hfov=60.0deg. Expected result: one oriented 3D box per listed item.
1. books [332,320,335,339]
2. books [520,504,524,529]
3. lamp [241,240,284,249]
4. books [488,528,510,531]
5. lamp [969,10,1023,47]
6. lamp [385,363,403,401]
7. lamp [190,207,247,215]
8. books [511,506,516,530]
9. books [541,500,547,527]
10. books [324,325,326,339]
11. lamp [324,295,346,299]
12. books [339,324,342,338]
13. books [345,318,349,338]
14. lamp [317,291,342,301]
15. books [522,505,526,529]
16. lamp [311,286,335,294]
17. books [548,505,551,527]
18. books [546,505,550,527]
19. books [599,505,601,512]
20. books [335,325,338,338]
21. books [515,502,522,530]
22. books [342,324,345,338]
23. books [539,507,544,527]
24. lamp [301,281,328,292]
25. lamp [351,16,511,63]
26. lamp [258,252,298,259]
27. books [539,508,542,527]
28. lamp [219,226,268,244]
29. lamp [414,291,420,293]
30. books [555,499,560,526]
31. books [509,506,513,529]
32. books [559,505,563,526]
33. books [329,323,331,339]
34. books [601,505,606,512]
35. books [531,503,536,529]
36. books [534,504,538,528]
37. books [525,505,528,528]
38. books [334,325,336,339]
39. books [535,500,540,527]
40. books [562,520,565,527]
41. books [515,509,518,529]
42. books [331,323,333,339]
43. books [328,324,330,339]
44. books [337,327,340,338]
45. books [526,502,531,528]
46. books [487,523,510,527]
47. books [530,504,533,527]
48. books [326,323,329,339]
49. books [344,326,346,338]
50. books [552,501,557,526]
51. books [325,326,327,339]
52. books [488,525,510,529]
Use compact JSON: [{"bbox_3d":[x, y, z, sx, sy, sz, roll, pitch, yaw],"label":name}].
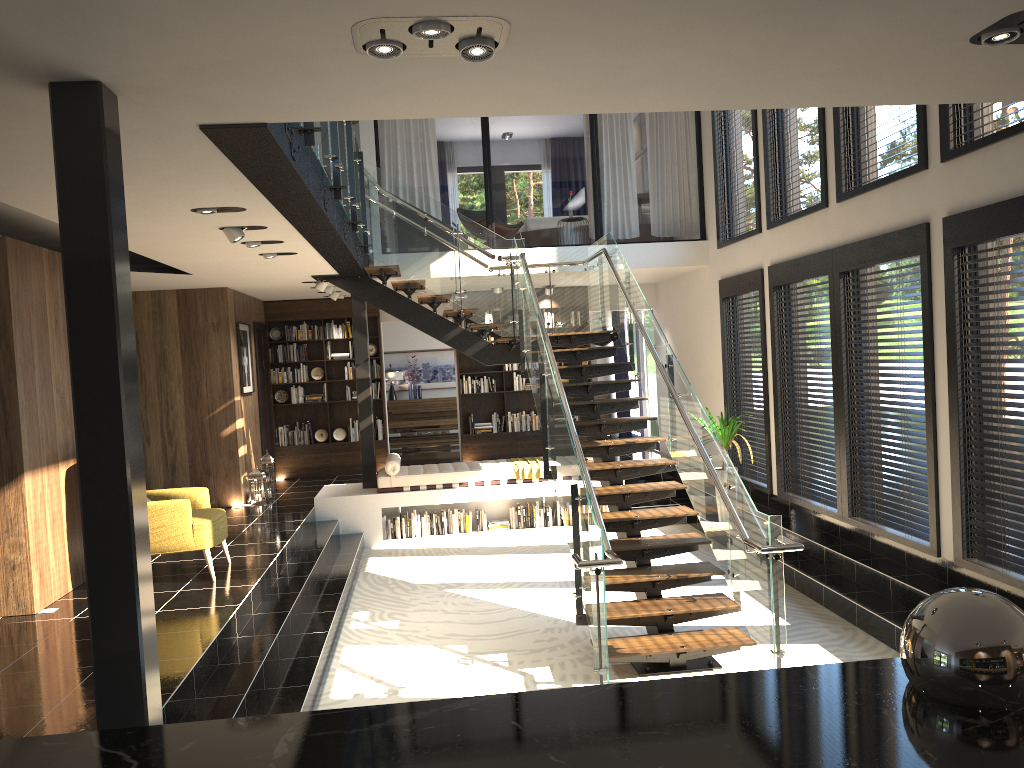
[{"bbox_3d":[-2.702,-0.824,13.445,0.011,0.276,0.287,-3,2,-6],"label":"books"},{"bbox_3d":[0.115,1.650,11.077,0.030,0.284,0.176,-3,2,-6],"label":"books"},{"bbox_3d":[-2.032,-1.198,7.213,0.346,0.177,0.195,-3,2,-6],"label":"lamp"},{"bbox_3d":[-0.166,1.797,11.052,0.257,0.024,0.167,-3,2,-6],"label":"books"},{"bbox_3d":[1.882,-1.278,3.069,0.501,0.231,0.349,-3,2,-6],"label":"lamp"},{"bbox_3d":[-2.306,-0.033,16.987,0.470,0.726,0.470,-4,2,-13],"label":"lamp"},{"bbox_3d":[-1.879,-1.170,5.671,0.346,0.158,0.195,-3,2,-6],"label":"lamp"},{"bbox_3d":[0.018,1.662,11.047,0.030,0.273,0.168,-3,2,-6],"label":"books"},{"bbox_3d":[0.399,1.617,11.088,0.033,0.318,0.152,-3,2,-6],"label":"books"},{"bbox_3d":[-2.840,-0.787,13.517,0.023,0.213,0.194,-3,2,-6],"label":"books"},{"bbox_3d":[-2.614,-1.342,13.081,0.346,0.177,0.195,-3,2,-6],"label":"lamp"},{"bbox_3d":[-2.605,-0.799,13.516,0.034,0.212,0.205,-3,2,-6],"label":"books"},{"bbox_3d":[-2.509,-0.849,13.494,0.015,0.303,0.251,-3,2,-6],"label":"books"},{"bbox_3d":[-2.535,-1.280,12.309,0.346,0.263,0.195,-3,2,-6],"label":"lamp"},{"bbox_3d":[0.147,1.657,11.055,0.029,0.268,0.173,-3,2,-6],"label":"books"},{"bbox_3d":[-2.459,-1.277,11.537,0.346,0.231,0.195,-3,2,-6],"label":"lamp"},{"bbox_3d":[0.464,1.645,11.080,0.019,0.256,0.186,-3,2,-6],"label":"books"},{"bbox_3d":[0.437,1.648,11.077,0.036,0.253,0.177,-3,2,-6],"label":"books"},{"bbox_3d":[1.099,1.592,11.162,0.043,0.287,0.147,-3,2,-5],"label":"books"},{"bbox_3d":[-2.669,-0.793,13.518,0.027,0.208,0.203,-3,2,-6],"label":"books"},{"bbox_3d":[0.081,1.638,11.040,0.043,0.317,0.209,-3,2,-6],"label":"books"},{"bbox_3d":[-2.569,-0.807,13.535,0.042,0.223,0.163,-3,2,-6],"label":"books"},{"bbox_3d":[0.371,1.662,11.091,0.028,0.231,0.158,-3,2,-6],"label":"books"},{"bbox_3d":[-2.381,-1.243,10.768,0.346,0.263,0.195,-3,2,-6],"label":"lamp"},{"bbox_3d":[-0.264,-1.173,2.860,0.501,0.195,0.349,-3,2,-6],"label":"lamp"},{"bbox_3d":[-2.109,-1.217,7.985,0.346,0.177,0.195,-3,2,-6],"label":"lamp"},{"bbox_3d":[0.343,1.666,11.107,0.026,0.226,0.132,-3,2,-6],"label":"books"},{"bbox_3d":[-1.954,-1.144,6.445,0.346,0.247,0.195,-3,2,-6],"label":"lamp"},{"bbox_3d":[-1.372,-1.423,13.213,0.195,0.158,0.346,-3,2,-6],"label":"lamp"},{"bbox_3d":[0.572,1.610,11.104,0.027,0.312,0.189,-3,2,-6],"label":"books"},{"bbox_3d":[-0.012,1.668,11.072,0.026,0.263,0.156,-3,2,-6],"label":"books"},{"bbox_3d":[0.601,1.636,11.122,0.030,0.257,0.160,-3,2,-6],"label":"books"},{"bbox_3d":[-2.750,-0.803,13.466,0.013,0.239,0.255,-3,2,-6],"label":"books"},{"bbox_3d":[1.143,1.603,11.130,0.037,0.264,0.272,-3,2,-6],"label":"books"},{"bbox_3d":[0.265,1.642,11.049,0.026,0.287,0.204,-3,2,-6],"label":"books"},{"bbox_3d":[0.290,1.648,11.073,0.027,0.270,0.187,-3,2,-6],"label":"books"},{"bbox_3d":[0.175,1.655,11.066,0.029,0.268,0.146,-3,2,-6],"label":"books"},{"bbox_3d":[-2.690,-0.796,13.499,0.019,0.216,0.214,-3,2,-6],"label":"books"},{"bbox_3d":[0.314,1.618,11.094,0.029,0.326,0.152,-3,2,-6],"label":"books"},{"bbox_3d":[0.635,1.649,11.094,0.032,0.229,0.228,-3,2,-6],"label":"books"},{"bbox_3d":[0.046,1.684,11.066,0.027,0.226,0.165,-3,2,-6],"label":"books"},{"bbox_3d":[-2.729,-0.806,13.488,0.035,0.241,0.208,-3,2,-6],"label":"books"},{"bbox_3d":[-2.764,-0.798,13.469,0.014,0.231,0.280,-3,2,-6],"label":"books"},{"bbox_3d":[-2.638,-0.777,13.518,0.034,0.171,0.158,-3,2,-6],"label":"books"},{"bbox_3d":[0.206,1.635,11.071,0.035,0.305,0.151,-3,2,-6],"label":"books"},{"bbox_3d":[-0.170,1.749,11.055,0.274,0.025,0.156,-3,2,-9],"label":"books"},{"bbox_3d":[0.234,1.650,11.109,0.026,0.270,0.128,-3,2,-6],"label":"books"},{"bbox_3d":[-2.789,-0.800,13.487,0.033,0.237,0.231,-3,2,-6],"label":"books"},{"bbox_3d":[-2.532,-0.793,13.537,0.029,0.191,0.177,-3,2,-6],"label":"books"},{"bbox_3d":[0.524,1.622,11.114,0.066,0.294,0.142,-3,2,-6],"label":"books"},{"bbox_3d":[-2.814,-0.782,13.473,0.021,0.204,0.224,-3,2,-6],"label":"books"},{"bbox_3d":[-0.168,1.773,11.051,0.261,0.024,0.167,-3,2,-9],"label":"books"}]
